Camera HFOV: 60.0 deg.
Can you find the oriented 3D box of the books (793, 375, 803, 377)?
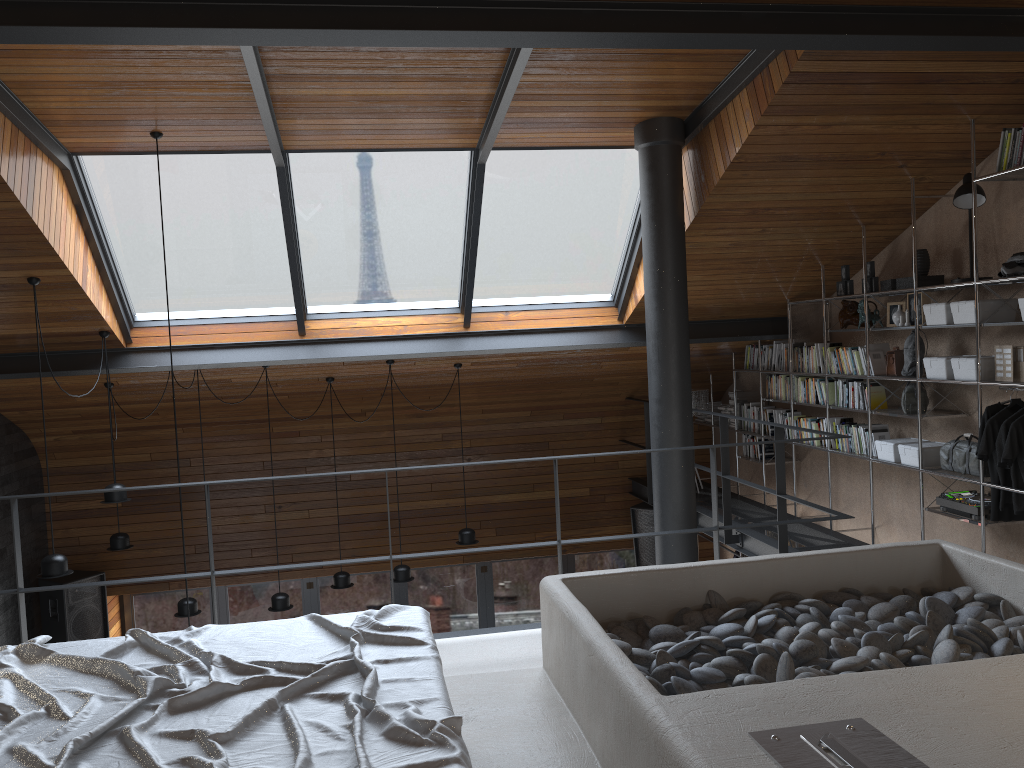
[{"bbox_3d":[2.430,0.028,7.455,0.143,0.218,0.020,-3,3,-10],"label":"books"}]

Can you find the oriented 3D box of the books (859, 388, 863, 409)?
[{"bbox_3d":[2.589,0.095,6.435,0.130,0.167,0.046,-3,3,-10],"label":"books"}]

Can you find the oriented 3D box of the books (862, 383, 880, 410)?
[{"bbox_3d":[2.596,0.087,6.379,0.129,0.186,0.050,-3,3,-10],"label":"books"}]

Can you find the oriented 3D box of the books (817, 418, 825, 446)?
[{"bbox_3d":[2.511,0.378,7.042,0.155,0.215,0.055,-3,3,-10],"label":"books"}]

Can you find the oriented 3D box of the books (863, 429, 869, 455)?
[{"bbox_3d":[2.632,0.415,6.420,0.160,0.187,0.060,-3,3,-10],"label":"books"}]

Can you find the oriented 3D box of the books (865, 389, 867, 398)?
[{"bbox_3d":[2.608,0.108,6.365,0.131,0.147,0.045,-3,3,-10],"label":"books"}]

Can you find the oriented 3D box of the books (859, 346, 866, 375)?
[{"bbox_3d":[2.599,-0.173,6.392,0.164,0.209,0.084,-3,3,-10],"label":"books"}]

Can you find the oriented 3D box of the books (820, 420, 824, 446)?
[{"bbox_3d":[2.507,0.386,7.022,0.123,0.203,0.054,-3,3,-10],"label":"books"}]

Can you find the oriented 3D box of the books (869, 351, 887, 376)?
[{"bbox_3d":[2.589,-0.148,6.270,0.112,0.169,0.068,-3,3,-10],"label":"books"}]

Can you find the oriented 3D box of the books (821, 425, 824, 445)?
[{"bbox_3d":[2.511,0.392,7.005,0.126,0.197,0.047,-3,3,-10],"label":"books"}]

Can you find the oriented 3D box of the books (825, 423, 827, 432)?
[{"bbox_3d":[2.521,0.395,6.921,0.138,0.191,0.049,-3,3,-10],"label":"books"}]

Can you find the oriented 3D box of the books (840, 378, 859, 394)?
[{"bbox_3d":[2.582,0.062,6.731,0.192,0.204,0.012,-3,3,-10],"label":"books"}]

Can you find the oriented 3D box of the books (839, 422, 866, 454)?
[{"bbox_3d":[2.576,0.401,6.640,0.136,0.210,0.273,-3,3,-9],"label":"books"}]

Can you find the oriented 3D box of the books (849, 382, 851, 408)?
[{"bbox_3d":[2.570,0.077,6.575,0.148,0.190,0.013,-3,3,-10],"label":"books"}]

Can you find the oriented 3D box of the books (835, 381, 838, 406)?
[{"bbox_3d":[2.539,0.069,6.778,0.148,0.190,0.013,-3,3,-10],"label":"books"}]

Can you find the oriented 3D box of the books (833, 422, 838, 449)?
[{"bbox_3d":[2.549,0.392,6.804,0.149,0.205,0.049,-3,3,-10],"label":"books"}]

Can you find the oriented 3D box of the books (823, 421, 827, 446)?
[{"bbox_3d":[2.518,0.388,6.951,0.131,0.205,0.051,-3,3,-10],"label":"books"}]

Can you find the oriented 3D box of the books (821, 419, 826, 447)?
[{"bbox_3d":[2.510,0.383,6.992,0.133,0.218,0.051,-3,3,-10],"label":"books"}]

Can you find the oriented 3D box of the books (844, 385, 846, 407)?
[{"bbox_3d":[2.554,0.086,6.659,0.130,0.169,0.010,-3,3,-10],"label":"books"}]

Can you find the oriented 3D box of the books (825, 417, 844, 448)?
[{"bbox_3d":[2.512,0.376,6.872,0.148,0.233,0.053,-3,3,-10],"label":"books"}]

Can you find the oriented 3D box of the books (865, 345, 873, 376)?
[{"bbox_3d":[2.608,-0.172,6.305,0.161,0.215,0.092,-3,3,-10],"label":"books"}]

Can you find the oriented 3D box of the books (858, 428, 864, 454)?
[{"bbox_3d":[2.626,0.412,6.486,0.169,0.188,0.058,-3,3,-10],"label":"books"}]

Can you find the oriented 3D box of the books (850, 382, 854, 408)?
[{"bbox_3d":[2.577,0.077,6.563,0.148,0.190,0.013,-3,3,-10],"label":"books"}]

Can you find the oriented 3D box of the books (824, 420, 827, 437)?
[{"bbox_3d":[2.520,0.383,6.937,0.137,0.216,0.049,-3,3,-10],"label":"books"}]

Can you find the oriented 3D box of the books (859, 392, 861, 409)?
[{"bbox_3d":[2.594,0.104,6.474,0.128,0.143,0.009,-3,3,-10],"label":"books"}]

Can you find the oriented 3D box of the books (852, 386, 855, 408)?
[{"bbox_3d":[2.579,0.092,6.549,0.143,0.161,0.019,-3,3,-10],"label":"books"}]

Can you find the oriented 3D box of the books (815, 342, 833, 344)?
[{"bbox_3d":[2.475,-0.208,7.000,0.143,0.236,0.062,-3,3,-10],"label":"books"}]

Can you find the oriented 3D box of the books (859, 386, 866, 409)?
[{"bbox_3d":[2.599,0.096,6.423,0.148,0.167,0.053,-3,3,-10],"label":"books"}]

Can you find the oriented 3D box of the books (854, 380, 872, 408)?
[{"bbox_3d":[2.593,0.076,6.530,0.146,0.195,0.023,-3,3,-10],"label":"books"}]

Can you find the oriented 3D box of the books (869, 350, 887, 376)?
[{"bbox_3d":[2.593,-0.151,6.282,0.117,0.176,0.074,-3,3,-10],"label":"books"}]

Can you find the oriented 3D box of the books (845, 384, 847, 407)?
[{"bbox_3d":[2.568,0.083,6.648,0.146,0.171,0.018,-3,3,-10],"label":"books"}]

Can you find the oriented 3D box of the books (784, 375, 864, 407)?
[{"bbox_3d":[2.472,0.046,7.119,0.138,0.212,1.040,-3,3,-9],"label":"books"}]

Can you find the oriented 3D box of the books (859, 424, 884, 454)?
[{"bbox_3d":[2.641,0.402,6.475,0.191,0.205,0.055,-3,3,-10],"label":"books"}]

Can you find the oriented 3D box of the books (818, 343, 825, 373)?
[{"bbox_3d":[2.472,-0.203,6.920,0.148,0.233,0.053,-3,3,-10],"label":"books"}]

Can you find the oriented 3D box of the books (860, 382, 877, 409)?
[{"bbox_3d":[2.599,0.082,6.463,0.129,0.188,0.010,-3,3,-10],"label":"books"}]

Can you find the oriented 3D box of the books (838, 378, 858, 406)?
[{"bbox_3d":[2.575,0.060,6.741,0.191,0.207,0.012,-3,3,-10],"label":"books"}]

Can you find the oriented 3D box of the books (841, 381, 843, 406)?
[{"bbox_3d":[2.562,0.071,6.715,0.148,0.190,0.013,-3,3,-10],"label":"books"}]

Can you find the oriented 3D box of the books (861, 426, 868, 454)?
[{"bbox_3d":[2.648,0.404,6.464,0.192,0.202,0.055,-3,3,-10],"label":"books"}]

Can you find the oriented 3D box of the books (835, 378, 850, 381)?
[{"bbox_3d":[2.574,0.058,6.795,0.207,0.207,0.010,-3,3,-10],"label":"books"}]

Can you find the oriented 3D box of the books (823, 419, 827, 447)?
[{"bbox_3d":[2.525,0.382,6.981,0.137,0.216,0.049,-3,3,-10],"label":"books"}]

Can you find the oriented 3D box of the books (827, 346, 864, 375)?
[{"bbox_3d":[2.524,-0.176,6.621,0.139,0.206,0.497,-3,3,-10],"label":"books"}]

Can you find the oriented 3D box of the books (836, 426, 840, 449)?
[{"bbox_3d":[2.545,0.405,6.777,0.131,0.180,0.042,-3,3,-10],"label":"books"}]

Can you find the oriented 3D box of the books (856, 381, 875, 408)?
[{"bbox_3d":[2.595,0.079,6.499,0.148,0.190,0.013,-3,3,-10],"label":"books"}]

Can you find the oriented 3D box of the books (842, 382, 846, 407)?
[{"bbox_3d":[2.566,0.073,6.687,0.160,0.187,0.021,-3,3,-10],"label":"books"}]

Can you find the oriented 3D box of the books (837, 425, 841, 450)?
[{"bbox_3d":[2.556,0.395,6.766,0.137,0.201,0.047,-3,3,-10],"label":"books"}]

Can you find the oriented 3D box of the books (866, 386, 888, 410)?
[{"bbox_3d":[2.613,0.099,6.350,0.129,0.165,0.056,-3,3,-10],"label":"books"}]

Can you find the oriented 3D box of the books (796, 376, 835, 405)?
[{"bbox_3d":[2.456,0.052,7.094,0.139,0.208,0.494,-3,3,-10],"label":"books"}]

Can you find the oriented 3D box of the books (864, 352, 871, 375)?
[{"bbox_3d":[2.585,-0.147,6.329,0.119,0.166,0.072,-3,3,-10],"label":"books"}]

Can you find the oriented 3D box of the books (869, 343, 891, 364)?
[{"bbox_3d":[2.621,-0.184,6.301,0.177,0.209,0.082,-3,3,-10],"label":"books"}]

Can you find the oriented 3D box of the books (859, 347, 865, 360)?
[{"bbox_3d":[2.602,-0.173,6.383,0.170,0.209,0.082,-3,3,-11],"label":"books"}]

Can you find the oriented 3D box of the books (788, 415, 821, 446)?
[{"bbox_3d":[2.443,0.377,7.279,0.139,0.211,0.467,-3,3,-10],"label":"books"}]

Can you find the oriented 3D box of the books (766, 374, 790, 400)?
[{"bbox_3d":[2.350,0.021,7.737,0.130,0.216,0.311,-3,3,-10],"label":"books"}]

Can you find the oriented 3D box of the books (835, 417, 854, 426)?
[{"bbox_3d":[2.558,0.378,6.795,0.148,0.233,0.053,-3,3,-10],"label":"books"}]

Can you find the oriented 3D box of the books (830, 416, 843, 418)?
[{"bbox_3d":[2.524,0.373,6.906,0.143,0.236,0.062,-3,3,-10],"label":"books"}]

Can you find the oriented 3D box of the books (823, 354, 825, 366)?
[{"bbox_3d":[2.491,-0.178,6.908,0.131,0.180,0.042,-3,3,-10],"label":"books"}]

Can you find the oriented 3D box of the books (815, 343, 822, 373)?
[{"bbox_3d":[2.463,-0.205,6.967,0.148,0.233,0.053,-3,3,-10],"label":"books"}]

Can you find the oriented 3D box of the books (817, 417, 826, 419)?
[{"bbox_3d":[2.500,0.374,7.059,0.118,0.220,0.054,-3,3,-10],"label":"books"}]

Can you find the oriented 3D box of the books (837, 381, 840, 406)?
[{"bbox_3d":[2.560,0.070,6.753,0.169,0.189,0.018,-3,3,-10],"label":"books"}]

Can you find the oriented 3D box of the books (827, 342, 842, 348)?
[{"bbox_3d":[2.508,-0.204,6.890,0.148,0.233,0.053,-3,3,-10],"label":"books"}]
